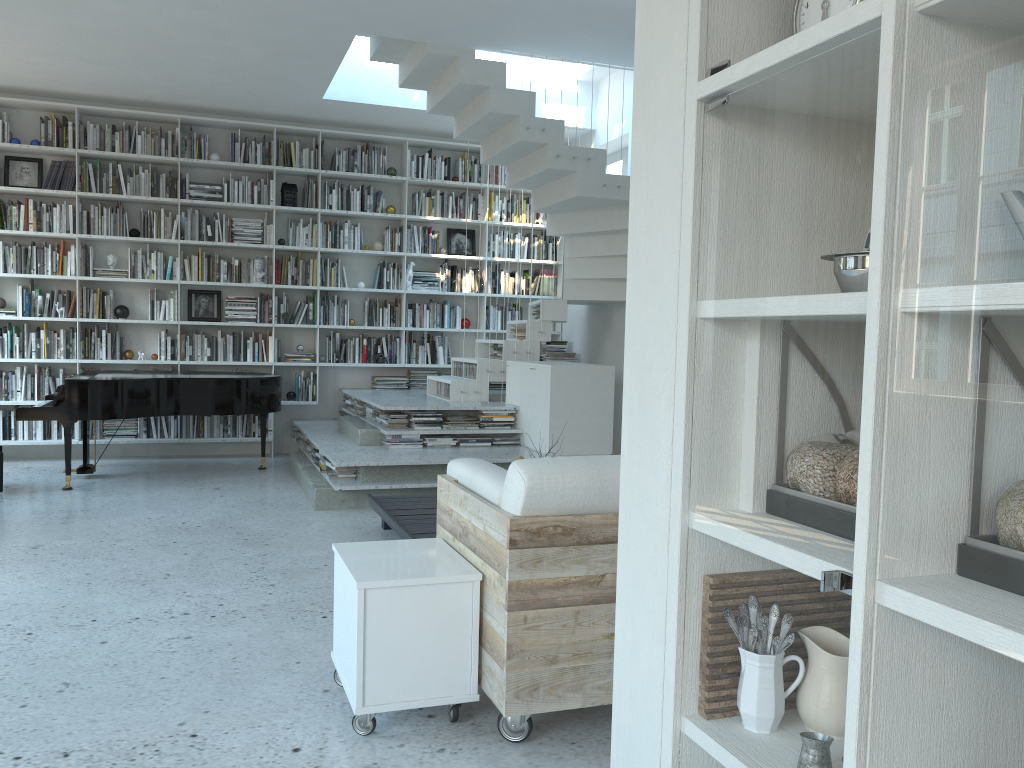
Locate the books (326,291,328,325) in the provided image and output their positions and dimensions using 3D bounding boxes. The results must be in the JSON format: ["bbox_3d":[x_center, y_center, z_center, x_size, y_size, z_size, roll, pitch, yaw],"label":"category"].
[{"bbox_3d":[-1.827,-0.749,8.748,0.007,0.342,0.149,0,4,-19],"label":"books"}]

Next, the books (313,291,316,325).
[{"bbox_3d":[-1.937,-0.740,8.688,0.014,0.325,0.182,0,4,-19],"label":"books"}]

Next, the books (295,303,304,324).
[{"bbox_3d":[-2.081,-0.683,8.653,0.090,0.212,0.143,0,4,-19],"label":"books"}]

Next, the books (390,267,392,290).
[{"bbox_3d":[-1.227,-1.052,8.909,0.012,0.224,0.178,0,4,-19],"label":"books"}]

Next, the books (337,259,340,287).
[{"bbox_3d":[-1.712,-1.087,8.749,0.013,0.287,0.158,0,4,-19],"label":"books"}]

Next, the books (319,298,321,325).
[{"bbox_3d":[-1.888,-0.711,8.708,0.010,0.267,0.157,0,4,-19],"label":"books"}]

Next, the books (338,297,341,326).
[{"bbox_3d":[-1.709,-0.720,8.787,0.006,0.285,0.159,0,4,-19],"label":"books"}]

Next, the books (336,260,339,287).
[{"bbox_3d":[-1.725,-1.078,8.739,0.006,0.270,0.178,0,4,-19],"label":"books"}]

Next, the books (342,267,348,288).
[{"bbox_3d":[-1.658,-1.046,8.751,0.051,0.210,0.176,0,4,-19],"label":"books"}]

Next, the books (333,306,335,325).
[{"bbox_3d":[-1.765,-0.670,8.750,0.013,0.186,0.183,0,4,-19],"label":"books"}]

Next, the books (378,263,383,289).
[{"bbox_3d":[-1.321,-1.073,8.886,0.021,0.264,0.174,0,4,-19],"label":"books"}]

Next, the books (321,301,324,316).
[{"bbox_3d":[-1.871,-0.698,8.735,0.011,0.239,0.136,0,4,-19],"label":"books"}]

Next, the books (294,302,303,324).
[{"bbox_3d":[-2.093,-0.690,8.653,0.095,0.226,0.144,0,4,-19],"label":"books"}]

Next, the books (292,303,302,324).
[{"bbox_3d":[-2.101,-0.681,8.629,0.089,0.210,0.175,0,4,-19],"label":"books"}]

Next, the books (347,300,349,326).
[{"bbox_3d":[-1.638,-0.702,8.806,0.013,0.251,0.172,0,4,-19],"label":"books"}]

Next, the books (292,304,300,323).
[{"bbox_3d":[-2.114,-0.688,8.639,0.088,0.220,0.138,0,4,-19],"label":"books"}]

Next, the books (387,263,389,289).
[{"bbox_3d":[-1.257,-1.072,8.904,0.018,0.263,0.165,0,4,-19],"label":"books"}]

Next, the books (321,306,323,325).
[{"bbox_3d":[-1.881,-0.672,8.724,0.015,0.188,0.168,0,4,-19],"label":"books"}]

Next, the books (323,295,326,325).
[{"bbox_3d":[-1.852,-0.725,8.725,0.018,0.295,0.177,0,4,-19],"label":"books"}]

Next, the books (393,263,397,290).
[{"bbox_3d":[-1.186,-1.076,8.915,0.012,0.274,0.183,0,4,-19],"label":"books"}]

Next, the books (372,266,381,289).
[{"bbox_3d":[-1.359,-1.061,8.881,0.056,0.241,0.153,0,4,-19],"label":"books"}]

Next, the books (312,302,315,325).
[{"bbox_3d":[-1.956,-0.691,8.688,0.021,0.226,0.148,0,4,-19],"label":"books"}]

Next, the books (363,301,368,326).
[{"bbox_3d":[-1.466,-0.702,8.869,0.019,0.252,0.130,0,4,-19],"label":"books"}]

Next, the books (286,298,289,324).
[{"bbox_3d":[-2.187,-0.705,8.621,0.035,0.248,0.140,0,4,-19],"label":"books"}]

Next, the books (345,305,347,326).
[{"bbox_3d":[-1.663,-0.680,8.793,0.014,0.207,0.180,0,4,-19],"label":"books"}]

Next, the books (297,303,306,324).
[{"bbox_3d":[-2.065,-0.685,8.667,0.090,0.215,0.139,0,4,-19],"label":"books"}]

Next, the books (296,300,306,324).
[{"bbox_3d":[-2.066,-0.697,8.656,0.094,0.239,0.149,0,4,-19],"label":"books"}]

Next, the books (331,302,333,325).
[{"bbox_3d":[-1.786,-0.689,8.733,0.011,0.226,0.188,0,4,-19],"label":"books"}]

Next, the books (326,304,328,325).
[{"bbox_3d":[-1.835,-0.680,8.741,0.013,0.204,0.153,0,4,-19],"label":"books"}]

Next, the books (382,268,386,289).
[{"bbox_3d":[-1.290,-1.050,8.891,0.013,0.219,0.187,0,4,-19],"label":"books"}]

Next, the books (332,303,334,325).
[{"bbox_3d":[-1.779,-0.686,8.749,0.013,0.218,0.160,0,4,-19],"label":"books"}]

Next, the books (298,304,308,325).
[{"bbox_3d":[-2.050,-0.678,8.661,0.091,0.205,0.169,0,4,-19],"label":"books"}]

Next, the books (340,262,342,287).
[{"bbox_3d":[-1.694,-1.071,8.765,0.007,0.254,0.160,0,4,-19],"label":"books"}]

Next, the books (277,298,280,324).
[{"bbox_3d":[-2.264,-0.707,8.588,0.028,0.253,0.142,0,4,-19],"label":"books"}]

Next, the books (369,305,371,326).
[{"bbox_3d":[-1.430,-0.683,8.867,0.016,0.216,0.177,0,4,-19],"label":"books"}]

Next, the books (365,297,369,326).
[{"bbox_3d":[-1.453,-0.721,8.886,0.016,0.290,0.131,0,4,-19],"label":"books"}]

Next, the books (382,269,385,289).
[{"bbox_3d":[-1.299,-1.045,8.888,0.006,0.210,0.188,0,4,-19],"label":"books"}]

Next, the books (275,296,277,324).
[{"bbox_3d":[-2.290,-0.713,8.583,0.024,0.264,0.154,0,4,-19],"label":"books"}]

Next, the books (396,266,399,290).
[{"bbox_3d":[-1.169,-1.063,8.944,0.013,0.245,0.158,0,4,-19],"label":"books"}]

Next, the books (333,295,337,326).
[{"bbox_3d":[-1.751,-0.725,8.749,0.014,0.297,0.175,0,4,-19],"label":"books"}]

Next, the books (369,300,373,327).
[{"bbox_3d":[-1.420,-0.707,8.884,0.015,0.262,0.149,0,4,-19],"label":"books"}]

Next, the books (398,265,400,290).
[{"bbox_3d":[-1.152,-1.065,8.931,0.011,0.253,0.169,0,4,-19],"label":"books"}]

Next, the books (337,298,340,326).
[{"bbox_3d":[-1.723,-0.710,8.766,0.012,0.267,0.183,0,4,-19],"label":"books"}]

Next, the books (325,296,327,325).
[{"bbox_3d":[-1.840,-0.718,8.728,0.006,0.281,0.155,0,4,-19],"label":"books"}]

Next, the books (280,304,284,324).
[{"bbox_3d":[-2.232,-0.676,8.580,0.027,0.192,0.182,0,4,-19],"label":"books"}]

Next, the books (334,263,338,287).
[{"bbox_3d":[-1.739,-1.066,8.745,0.017,0.243,0.132,0,4,-19],"label":"books"}]

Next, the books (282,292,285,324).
[{"bbox_3d":[-2.217,-0.734,8.598,0.013,0.307,0.141,0,4,-19],"label":"books"}]

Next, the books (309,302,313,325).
[{"bbox_3d":[-1.976,-0.689,8.669,0.029,0.223,0.170,0,4,-19],"label":"books"}]

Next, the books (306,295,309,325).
[{"bbox_3d":[-2.001,-0.722,8.679,0.013,0.286,0.138,0,4,-19],"label":"books"}]

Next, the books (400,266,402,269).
[{"bbox_3d":[-1.122,-1.062,8.949,0.010,0.246,0.158,0,4,-19],"label":"books"}]

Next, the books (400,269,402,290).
[{"bbox_3d":[-1.141,-1.046,8.953,0.023,0.212,0.164,0,4,-19],"label":"books"}]

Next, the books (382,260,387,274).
[{"bbox_3d":[-1.282,-1.089,8.908,0.013,0.296,0.153,0,4,-19],"label":"books"}]

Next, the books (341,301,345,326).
[{"bbox_3d":[-1.677,-0.696,8.790,0.015,0.238,0.176,0,4,-19],"label":"books"}]

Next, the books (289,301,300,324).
[{"bbox_3d":[-2.116,-0.690,8.619,0.095,0.228,0.190,0,4,-19],"label":"books"}]

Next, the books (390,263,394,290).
[{"bbox_3d":[-1.214,-1.078,8.928,0.032,0.275,0.154,0,4,-19],"label":"books"}]

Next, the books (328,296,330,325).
[{"bbox_3d":[-1.808,-0.719,8.732,0.005,0.284,0.159,0,4,-19],"label":"books"}]

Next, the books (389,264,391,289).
[{"bbox_3d":[-1.242,-1.070,8.910,0.015,0.259,0.152,0,4,-19],"label":"books"}]

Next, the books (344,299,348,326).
[{"bbox_3d":[-1.650,-0.707,8.800,0.014,0.261,0.141,0,4,-19],"label":"books"}]

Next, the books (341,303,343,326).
[{"bbox_3d":[-1.691,-0.689,8.796,0.008,0.223,0.133,0,4,-19],"label":"books"}]
